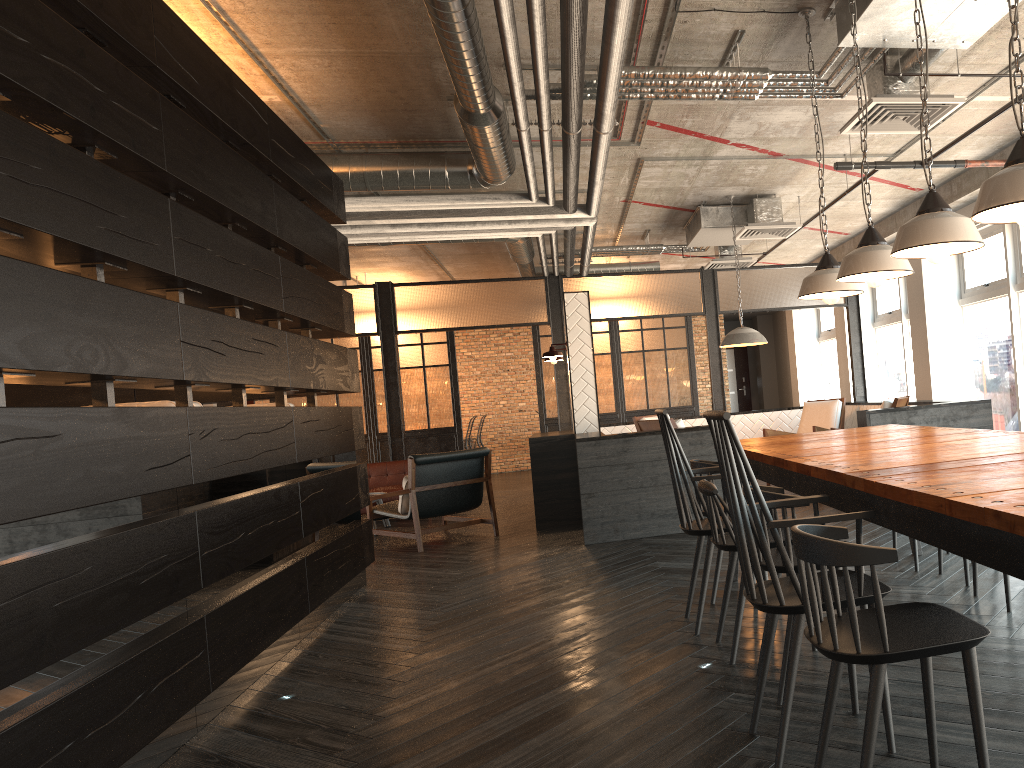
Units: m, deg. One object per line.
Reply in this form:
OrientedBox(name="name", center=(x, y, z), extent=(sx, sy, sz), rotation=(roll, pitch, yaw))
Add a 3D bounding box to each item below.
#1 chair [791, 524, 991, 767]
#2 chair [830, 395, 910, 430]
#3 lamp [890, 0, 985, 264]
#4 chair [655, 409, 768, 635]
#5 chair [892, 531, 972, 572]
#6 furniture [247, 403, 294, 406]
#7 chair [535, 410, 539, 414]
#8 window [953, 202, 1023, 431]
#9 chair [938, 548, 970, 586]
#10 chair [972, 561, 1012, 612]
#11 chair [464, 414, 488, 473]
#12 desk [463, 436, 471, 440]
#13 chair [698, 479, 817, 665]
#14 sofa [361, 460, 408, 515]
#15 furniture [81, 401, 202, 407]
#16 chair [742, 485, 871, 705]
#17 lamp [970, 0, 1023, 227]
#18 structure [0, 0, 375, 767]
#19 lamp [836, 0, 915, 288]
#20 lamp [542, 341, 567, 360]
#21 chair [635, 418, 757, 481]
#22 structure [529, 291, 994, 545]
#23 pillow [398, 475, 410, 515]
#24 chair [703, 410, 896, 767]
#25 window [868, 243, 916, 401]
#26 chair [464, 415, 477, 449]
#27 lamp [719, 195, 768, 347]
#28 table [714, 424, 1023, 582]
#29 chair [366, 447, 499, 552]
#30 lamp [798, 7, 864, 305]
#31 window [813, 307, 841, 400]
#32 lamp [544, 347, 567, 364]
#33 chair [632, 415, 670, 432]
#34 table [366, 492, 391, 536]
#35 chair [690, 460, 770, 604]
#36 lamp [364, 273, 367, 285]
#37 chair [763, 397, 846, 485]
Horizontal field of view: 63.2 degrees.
OrientedBox(name="chair", center=(0.940, 0.701, 2.057), extent=(0.473, 0.737, 0.356), rotation=(-5, 0, -7))
OrientedBox(name="chair", center=(3.303, 0.603, 7.896), extent=(0.830, 0.907, 0.809), rotation=(-5, -1, 29))
OrientedBox(name="lamp", center=(1.570, -1.329, 3.203), extent=(0.363, 1.737, 0.369), rotation=(-5, 0, 6))
OrientedBox(name="chair", center=(0.978, 0.612, 3.958), extent=(0.519, 1.033, 0.436), rotation=(-5, 0, -6))
OrientedBox(name="chair", center=(2.406, 0.671, 4.819), extent=(0.493, 0.726, 0.355), rotation=(-5, 0, -7))
OrientedBox(name="furniture", center=(-2.291, 0.807, 4.851), extent=(2.004, 1.260, 0.553), rotation=(-5, 0, -12))
OrientedBox(name="chair", center=(0.752, 0.898, 12.690), extent=(0.741, 1.063, 0.659), rotation=(-5, 0, -6))
OrientedBox(name="window", center=(5.142, -0.523, 8.482), extent=(0.254, 2.874, 2.404), rotation=(-5, -1, 3))
OrientedBox(name="chair", center=(2.452, 0.648, 4.403), extent=(0.473, 0.737, 0.356), rotation=(-5, 0, -7))
OrientedBox(name="chair", center=(2.360, 0.639, 3.898), extent=(0.473, 0.737, 0.356), rotation=(-5, 0, -7))
OrientedBox(name="chair", center=(-0.734, 1.065, 13.927), extent=(0.741, 1.063, 0.659), rotation=(-5, 0, -6))
OrientedBox(name="desk", center=(-1.164, 1.271, 13.804), extent=(0.838, 0.720, 1.583), rotation=(-5, -1, 0))
OrientedBox(name="chair", center=(1.046, 0.745, 3.513), extent=(0.493, 0.726, 0.355), rotation=(-5, 0, -7))
OrientedBox(name="sofa", center=(-1.568, 1.195, 9.091), extent=(1.726, 0.637, 0.631), rotation=(-5, -1, -11))
OrientedBox(name="furniture", center=(-2.375, 0.773, 3.573), extent=(2.001, 1.260, 1.008), rotation=(-5, -1, -10))
OrientedBox(name="chair", center=(1.096, 0.720, 3.051), extent=(0.473, 0.737, 0.356), rotation=(-5, 0, -7))
OrientedBox(name="lamp", center=(1.528, -1.346, 2.557), extent=(0.405, 1.737, 0.327), rotation=(-5, 0, -17))
OrientedBox(name="structure", center=(-4.383, 0.157, 2.322), extent=(6.484, 2.741, 5.213), rotation=(-5, -1, -7))
OrientedBox(name="lamp", center=(1.613, -1.312, 3.849), extent=(0.348, 1.737, 0.384), rotation=(-5, 0, 14))
OrientedBox(name="lamp", center=(0.393, -0.307, 7.813), extent=(0.264, 0.171, 0.165), rotation=(-4, -1, -39))
OrientedBox(name="chair", center=(1.687, 0.730, 7.551), extent=(1.087, 0.907, 0.612), rotation=(-4, -1, -36))
OrientedBox(name="structure", center=(2.228, 0.111, 8.571), extent=(4.205, 2.114, 3.524), rotation=(-5, -1, -6))
OrientedBox(name="pillow", center=(-0.634, 0.921, 7.223), extent=(0.787, 0.334, 0.216), rotation=(-4, -1, -40))
OrientedBox(name="chair", center=(0.884, 0.573, 2.521), extent=(0.519, 1.033, 0.436), rotation=(-5, 0, -6))
OrientedBox(name="window", center=(5.319, -0.451, 11.192), extent=(0.254, 2.874, 2.404), rotation=(-5, -1, 3))
OrientedBox(name="chair", center=(-0.839, 1.022, 12.324), extent=(0.741, 1.063, 0.659), rotation=(-5, 0, -6))
OrientedBox(name="lamp", center=(2.329, -1.172, 8.596), extent=(0.515, 1.545, 0.504), rotation=(-5, 0, 2))
OrientedBox(name="table", center=(1.732, 0.648, 3.362), extent=(1.238, 0.791, 3.618), rotation=(-5, -2, 2))
OrientedBox(name="chair", center=(-0.734, 0.988, 7.360), extent=(0.870, 0.795, 0.865), rotation=(-4, -1, -40))
OrientedBox(name="lamp", center=(1.655, -1.294, 4.494), extent=(0.348, 1.737, 0.384), rotation=(-5, 0, 14))
OrientedBox(name="window", center=(5.497, -0.378, 13.902), extent=(0.254, 2.874, 2.404), rotation=(-5, -1, 3))
OrientedBox(name="lamp", center=(0.438, -0.288, 8.506), extent=(0.264, 0.171, 0.165), rotation=(-4, -1, -39))
OrientedBox(name="chair", center=(1.881, 0.763, 9.063), extent=(0.815, 0.907, 0.820), rotation=(-5, -1, 34))
OrientedBox(name="table", center=(-1.601, 1.300, 8.192), extent=(0.769, 0.372, 0.659), rotation=(-5, -1, -11))
OrientedBox(name="chair", center=(1.213, 0.757, 4.492), extent=(0.473, 0.737, 0.356), rotation=(-5, 0, -7))
OrientedBox(name="lamp", center=(-1.836, -1.025, 12.792), extent=(0.309, 0.857, 3.295), rotation=(-5, -2, 3))
OrientedBox(name="chair", center=(3.386, 0.648, 9.500), extent=(1.088, 0.907, 0.612), rotation=(-4, -1, -45))
